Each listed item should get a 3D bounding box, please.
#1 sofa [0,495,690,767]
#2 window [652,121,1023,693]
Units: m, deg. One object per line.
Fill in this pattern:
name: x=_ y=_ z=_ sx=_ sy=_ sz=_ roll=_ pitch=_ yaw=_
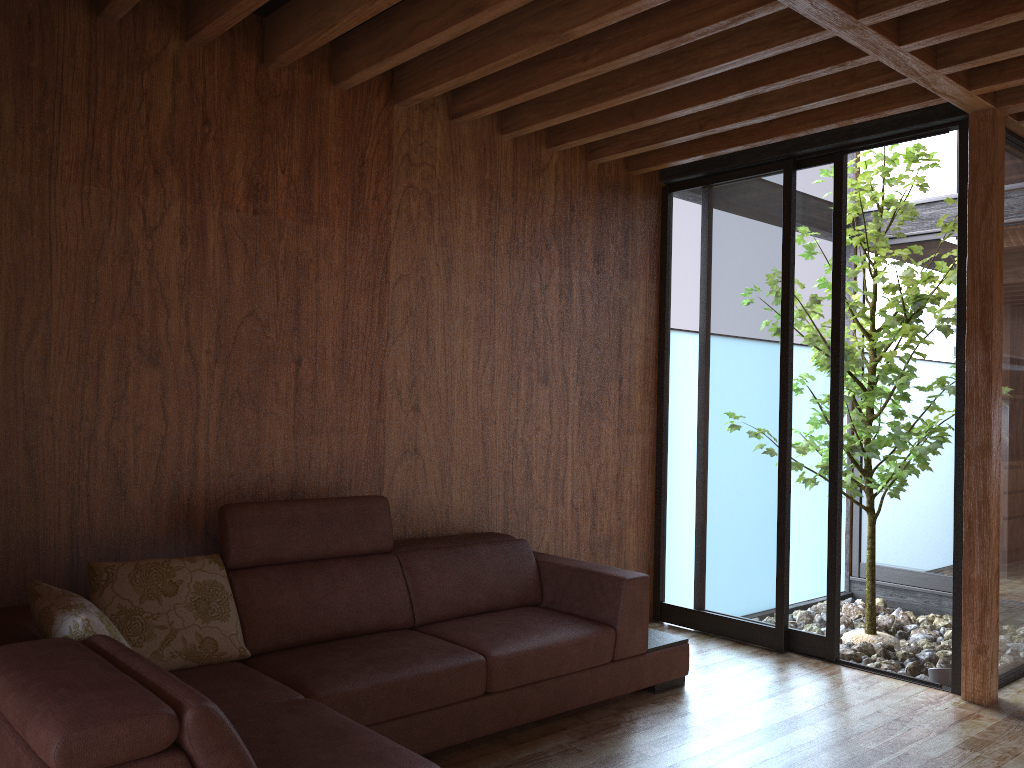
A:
sofa: x=-0.172 y=0.782 z=2.671 sx=2.525 sy=0.760 sz=1.686 roll=3 pitch=-2 yaw=-42
window: x=2.596 y=-0.905 z=3.616 sx=14.082 sy=5.131 sz=4.071 roll=3 pitch=-2 yaw=-42
